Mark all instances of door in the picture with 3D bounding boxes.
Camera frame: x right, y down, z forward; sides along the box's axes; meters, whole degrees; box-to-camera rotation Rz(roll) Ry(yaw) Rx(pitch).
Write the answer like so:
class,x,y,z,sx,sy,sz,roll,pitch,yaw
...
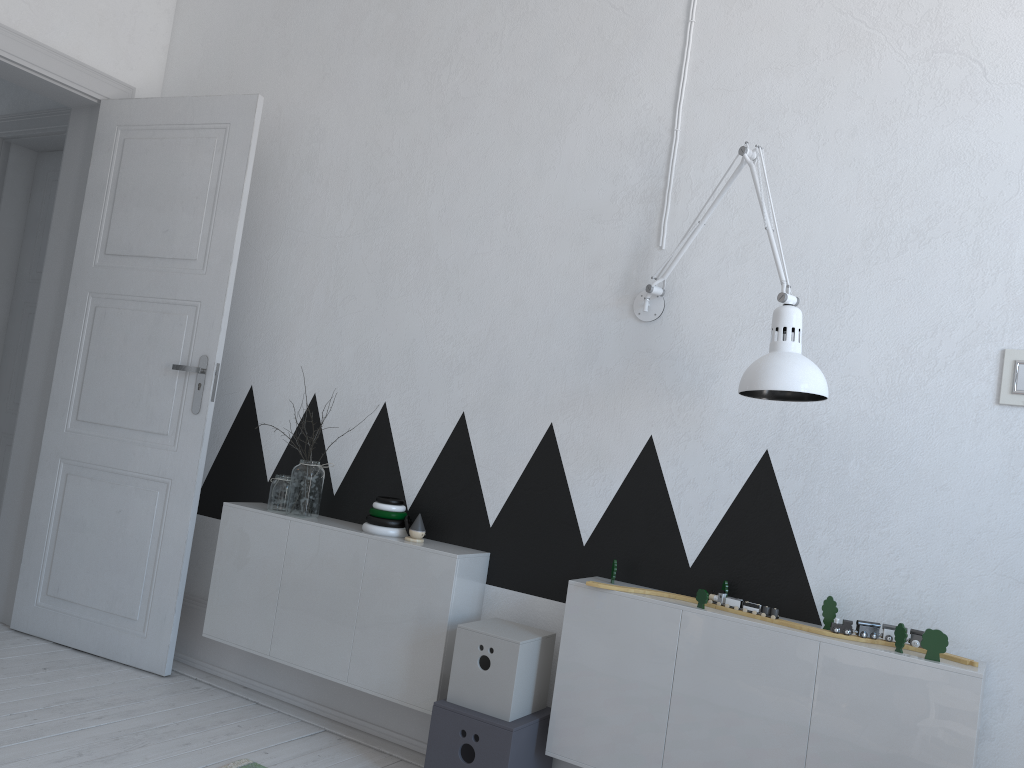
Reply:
class,x,y,z,sx,sy,sz,roll,pitch,yaw
door,-2.208,-0.163,4.099,0.981,2.176,0.261,6,-4,31
door,-1.698,-0.166,2.976,1.040,2.176,1.023,6,-4,31

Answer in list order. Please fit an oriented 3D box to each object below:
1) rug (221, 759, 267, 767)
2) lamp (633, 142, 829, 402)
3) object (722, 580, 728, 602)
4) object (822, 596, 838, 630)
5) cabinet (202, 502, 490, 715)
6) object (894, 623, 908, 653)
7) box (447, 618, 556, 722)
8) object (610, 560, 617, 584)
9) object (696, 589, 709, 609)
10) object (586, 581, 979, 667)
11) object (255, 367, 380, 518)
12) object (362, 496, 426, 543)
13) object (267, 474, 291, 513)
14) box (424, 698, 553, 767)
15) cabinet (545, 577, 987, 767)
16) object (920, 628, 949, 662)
class,x,y,z,sx,sy,sz,roll,pitch,yaw
rug,-0.206,1.026,1.344,2.028,0.016,1.321,6,-4,31
lamp,0.573,-0.289,2.275,0.200,0.655,0.651,10,-4,-25
object,0.545,0.536,2.275,0.007,0.063,0.029,8,-3,-6
object,0.760,0.548,2.124,0.037,0.080,0.009,7,-4,25
cabinet,-0.554,0.679,2.831,0.970,0.454,0.183,6,-4,31
object,0.856,0.559,1.954,0.007,0.063,0.029,10,-4,-32
box,-0.026,0.772,2.423,0.199,0.205,0.202,6,-4,31
object,0.275,0.506,2.391,0.007,0.063,0.029,8,-3,-6
object,0.467,0.528,2.181,0.006,0.046,0.037,10,-4,-32
object,0.621,0.547,2.143,0.902,0.047,0.111,6,-4,26
object,-0.699,0.192,2.930,0.406,0.484,0.258,6,-4,29
object,-0.350,0.418,2.763,0.231,0.113,0.148,7,-4,21
object,-0.771,0.369,2.987,0.091,0.121,0.098,9,-4,-21
box,-0.057,1.001,2.396,0.250,0.259,0.255,6,-4,31
cabinet,0.577,0.795,2.150,0.970,0.454,0.183,6,-4,31
object,0.911,0.563,1.914,0.054,0.066,0.009,7,-4,22
